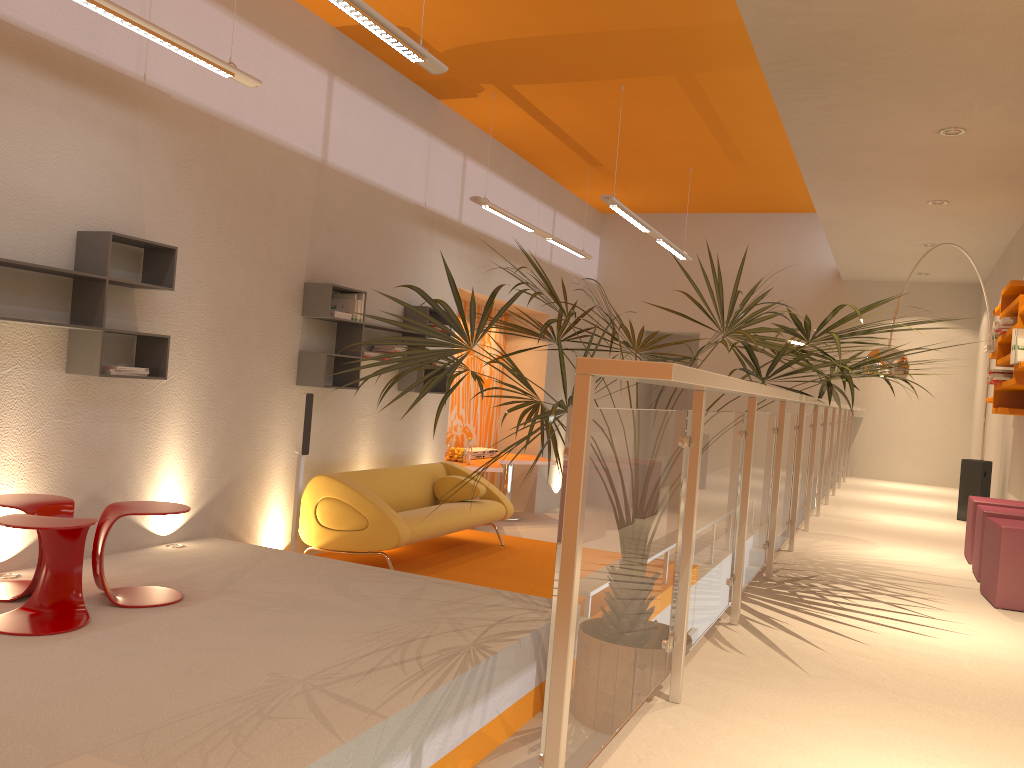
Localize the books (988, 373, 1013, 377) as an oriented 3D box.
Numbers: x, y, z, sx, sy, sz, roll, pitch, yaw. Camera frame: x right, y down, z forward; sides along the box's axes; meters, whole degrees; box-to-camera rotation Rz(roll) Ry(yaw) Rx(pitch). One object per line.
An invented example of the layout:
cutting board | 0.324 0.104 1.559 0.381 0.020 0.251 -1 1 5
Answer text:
books | 3.664 -0.057 6.552 0.230 0.017 0.227 5 0 18

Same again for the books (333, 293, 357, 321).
books | -1.339 -0.612 7.066 0.207 0.210 0.021 5 0 23

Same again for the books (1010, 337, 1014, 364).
books | 3.251 -0.202 5.538 0.230 0.169 0.027 5 0 23

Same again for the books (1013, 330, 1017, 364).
books | 3.228 -0.224 5.492 0.207 0.210 0.021 5 0 23

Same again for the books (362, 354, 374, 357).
books | -1.200 -0.234 7.369 0.190 0.011 0.268 5 0 40

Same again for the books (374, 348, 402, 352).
books | -1.053 -0.293 7.699 0.190 0.011 0.268 5 0 20

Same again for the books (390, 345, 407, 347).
books | -1.057 -0.338 7.703 0.230 0.017 0.226 5 0 13

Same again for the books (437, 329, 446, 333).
books | -0.752 -0.504 8.324 0.190 0.015 0.254 5 0 25

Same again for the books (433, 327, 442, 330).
books | -0.740 -0.519 8.316 0.230 0.017 0.226 5 0 18

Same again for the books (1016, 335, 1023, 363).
books | 3.194 -0.207 5.380 0.230 0.169 0.023 5 0 23

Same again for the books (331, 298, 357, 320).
books | -1.339 -0.592 7.032 0.230 0.169 0.023 5 0 23

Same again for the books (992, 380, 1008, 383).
books | 3.549 -0.011 6.284 0.254 0.015 0.190 5 0 30

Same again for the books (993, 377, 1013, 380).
books | 3.542 -0.028 6.275 0.226 0.017 0.230 5 0 23

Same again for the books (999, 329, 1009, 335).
books | 3.594 -0.366 6.303 0.210 0.013 0.297 5 0 23

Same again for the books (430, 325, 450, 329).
books | -0.735 -0.535 8.312 0.254 0.015 0.190 5 0 30

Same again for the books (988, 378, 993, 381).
books | 3.657 -0.026 6.566 0.190 0.015 0.254 5 0 19

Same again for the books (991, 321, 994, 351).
books | 3.823 -0.363 6.822 0.230 0.227 0.017 5 0 23

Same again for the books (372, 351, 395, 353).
books | -1.063 -0.267 7.703 0.230 0.017 0.226 5 0 13

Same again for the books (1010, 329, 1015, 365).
books | 3.271 -0.229 5.575 0.230 0.227 0.017 5 0 23

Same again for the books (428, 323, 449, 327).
books | -0.743 -0.552 8.302 0.226 0.017 0.230 5 0 23

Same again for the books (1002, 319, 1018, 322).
books | 3.604 -0.438 6.323 0.190 0.015 0.254 5 0 30

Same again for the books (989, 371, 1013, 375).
books | 3.669 -0.073 6.549 0.254 0.015 0.190 5 0 30

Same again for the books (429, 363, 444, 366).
books | -0.760 -0.186 8.319 0.254 0.015 0.190 5 0 30

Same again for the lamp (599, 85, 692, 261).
lamp | 1.466 -2.008 8.938 0.120 1.052 3.195 5 0 23

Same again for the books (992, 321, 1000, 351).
books | 3.822 -0.363 6.802 0.230 0.227 0.017 5 0 23

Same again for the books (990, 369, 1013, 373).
books | 3.661 -0.089 6.539 0.226 0.017 0.230 5 0 23

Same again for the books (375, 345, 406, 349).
books | -1.047 -0.321 7.695 0.190 0.015 0.254 5 0 20

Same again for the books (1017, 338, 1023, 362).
books | 3.176 -0.199 5.340 0.230 0.150 0.091 5 0 23

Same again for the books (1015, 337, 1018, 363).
books | 3.187 -0.201 5.399 0.207 0.156 0.009 5 0 23

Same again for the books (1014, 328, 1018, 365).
books | 3.270 -0.229 5.555 0.230 0.227 0.017 5 0 23

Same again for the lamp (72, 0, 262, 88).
lamp | -2.108 -2.307 3.746 0.120 1.052 3.195 5 0 23

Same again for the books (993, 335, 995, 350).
books | 3.773 -0.332 6.724 0.207 0.156 0.009 5 0 23

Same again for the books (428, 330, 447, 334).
books | -0.747 -0.489 8.330 0.190 0.015 0.254 5 0 19

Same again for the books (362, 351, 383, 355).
books | -1.196 -0.262 7.365 0.190 0.015 0.254 5 0 40

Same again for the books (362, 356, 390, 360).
books | -1.198 -0.222 7.372 0.210 0.013 0.297 5 0 38

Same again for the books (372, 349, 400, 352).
books | -1.052 -0.281 7.702 0.210 0.013 0.297 5 0 18

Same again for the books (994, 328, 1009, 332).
books | 3.592 -0.378 6.311 0.268 0.011 0.190 5 0 25

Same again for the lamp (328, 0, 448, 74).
lamp | -0.983 -2.216 3.258 0.120 1.052 3.195 5 0 23

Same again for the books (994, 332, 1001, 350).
books | 3.780 -0.337 6.705 0.230 0.169 0.023 5 0 23

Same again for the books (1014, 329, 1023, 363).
books | 3.194 -0.227 5.414 0.207 0.210 0.021 5 0 23

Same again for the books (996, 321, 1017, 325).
books | 3.600 -0.422 6.319 0.227 0.017 0.230 5 0 18

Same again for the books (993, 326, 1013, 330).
books | 3.583 -0.392 6.314 0.254 0.015 0.190 5 0 19

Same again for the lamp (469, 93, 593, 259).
lamp | 0.342 -2.099 9.426 0.120 1.052 3.195 5 0 23

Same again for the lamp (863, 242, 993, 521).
lamp | 3.342 -0.006 7.039 2.077 2.259 0.315 5 0 -44

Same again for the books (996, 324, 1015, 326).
books | 3.590 -0.407 6.308 0.254 0.015 0.190 5 0 25

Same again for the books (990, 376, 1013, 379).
books | 3.652 -0.042 6.560 0.190 0.015 0.254 5 0 25

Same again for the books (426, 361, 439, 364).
books | -0.768 -0.203 8.309 0.226 0.017 0.230 5 0 23

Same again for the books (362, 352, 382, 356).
books | -1.204 -0.248 7.360 0.190 0.015 0.254 5 0 34

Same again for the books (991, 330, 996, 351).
books | 3.803 -0.335 6.785 0.230 0.169 0.027 5 0 23

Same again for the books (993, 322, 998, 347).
books | 3.781 -0.358 6.739 0.207 0.210 0.021 5 0 23

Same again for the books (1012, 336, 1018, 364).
books | 3.217 -0.205 5.460 0.230 0.169 0.027 5 0 23

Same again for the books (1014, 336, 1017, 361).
books | 3.214 -0.205 5.431 0.230 0.169 0.027 5 0 23

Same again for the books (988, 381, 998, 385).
books | 3.650 -0.001 6.553 0.210 0.013 0.297 5 0 23

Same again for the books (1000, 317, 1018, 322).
books | 3.615 -0.453 6.314 0.230 0.017 0.227 5 0 23

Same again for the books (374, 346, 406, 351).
books | -1.054 -0.306 7.689 0.190 0.015 0.254 5 0 14
